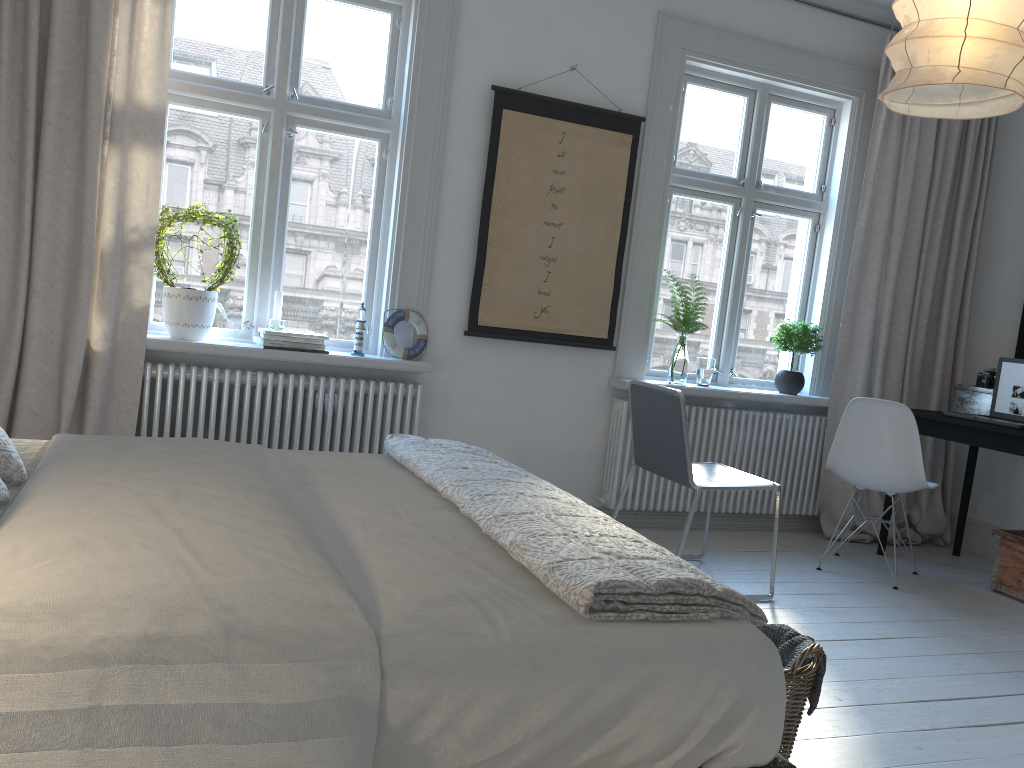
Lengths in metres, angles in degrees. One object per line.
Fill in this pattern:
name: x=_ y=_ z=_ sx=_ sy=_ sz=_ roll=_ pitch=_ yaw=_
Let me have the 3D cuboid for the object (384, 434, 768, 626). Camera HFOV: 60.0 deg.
object: x=0.022 y=0.286 z=2.141 sx=0.405 sy=0.104 sz=1.457 roll=5 pitch=5 yaw=-21

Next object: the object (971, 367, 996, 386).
object: x=2.410 y=-0.024 z=4.565 sx=0.167 sy=0.130 sz=0.056 roll=4 pitch=6 yaw=-23

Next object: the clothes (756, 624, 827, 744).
clothes: x=0.613 y=0.741 z=2.158 sx=0.298 sy=0.270 sz=0.245 roll=5 pitch=5 yaw=-20

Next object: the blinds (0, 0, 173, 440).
blinds: x=-1.715 y=-0.769 z=3.197 sx=0.831 sy=2.652 sz=0.224 roll=4 pitch=6 yaw=-21

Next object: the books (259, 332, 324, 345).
books: x=-0.948 y=-0.197 z=3.814 sx=0.254 sy=0.022 sz=0.207 roll=5 pitch=5 yaw=-20

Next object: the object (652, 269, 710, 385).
object: x=0.850 y=-0.282 z=4.489 sx=0.304 sy=0.565 sz=0.414 roll=8 pitch=5 yaw=13

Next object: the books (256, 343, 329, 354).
books: x=-0.947 y=-0.155 z=3.814 sx=0.272 sy=0.013 sz=0.219 roll=4 pitch=5 yaw=-25

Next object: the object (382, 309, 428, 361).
object: x=-0.478 y=-0.222 z=3.979 sx=0.236 sy=0.228 sz=0.079 roll=3 pitch=6 yaw=-36

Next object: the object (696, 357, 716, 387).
object: x=0.995 y=-0.061 z=4.581 sx=0.097 sy=0.146 sz=0.097 roll=5 pitch=5 yaw=-16

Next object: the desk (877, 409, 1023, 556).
desk: x=2.367 y=0.581 z=4.148 sx=0.651 sy=0.760 sz=1.157 roll=5 pitch=5 yaw=-21

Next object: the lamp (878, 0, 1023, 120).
lamp: x=1.071 y=-1.237 z=1.935 sx=0.340 sy=1.233 sz=0.338 roll=7 pitch=6 yaw=10

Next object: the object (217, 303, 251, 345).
object: x=-1.172 y=-0.251 z=3.733 sx=0.196 sy=0.165 sz=0.059 roll=9 pitch=6 yaw=28

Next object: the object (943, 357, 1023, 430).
object: x=2.323 y=0.036 z=4.131 sx=0.326 sy=0.316 sz=0.444 roll=5 pitch=5 yaw=-21

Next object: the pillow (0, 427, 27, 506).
pillow: x=-1.166 y=0.110 z=1.708 sx=0.416 sy=0.226 sz=1.144 roll=4 pitch=5 yaw=-29

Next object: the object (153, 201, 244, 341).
object: x=-1.328 y=-0.472 z=3.683 sx=0.385 sy=0.575 sz=0.216 roll=2 pitch=7 yaw=-41

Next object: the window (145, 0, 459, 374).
window: x=-4.619 y=-1.602 z=4.158 sx=7.983 sy=7.021 sz=11.940 roll=5 pitch=5 yaw=-21

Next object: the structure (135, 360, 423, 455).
structure: x=-1.114 y=0.208 z=3.818 sx=1.506 sy=0.548 sz=0.195 roll=5 pitch=6 yaw=-21

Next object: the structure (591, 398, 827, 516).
structure: x=1.142 y=0.396 z=4.702 sx=1.506 sy=0.548 sz=0.195 roll=5 pitch=6 yaw=-21

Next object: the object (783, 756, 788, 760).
object: x=0.616 y=0.877 z=1.980 sx=0.222 sy=0.122 sz=0.083 roll=5 pitch=6 yaw=-22

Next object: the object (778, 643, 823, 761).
object: x=0.558 y=0.741 z=2.138 sx=0.319 sy=0.351 sz=0.319 roll=7 pitch=5 yaw=10

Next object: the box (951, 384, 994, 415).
box: x=2.432 y=0.095 z=4.553 sx=0.193 sy=0.153 sz=0.316 roll=5 pitch=5 yaw=-21

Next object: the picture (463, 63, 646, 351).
picture: x=0.217 y=-0.844 z=4.197 sx=0.793 sy=1.315 sz=0.057 roll=4 pitch=6 yaw=-21

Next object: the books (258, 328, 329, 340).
books: x=-0.941 y=-0.216 z=3.814 sx=0.269 sy=0.015 sz=0.202 roll=5 pitch=5 yaw=-24

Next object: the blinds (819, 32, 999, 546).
blinds: x=2.157 y=-0.446 z=4.714 sx=0.831 sy=2.652 sz=0.224 roll=4 pitch=6 yaw=-21

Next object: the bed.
bed: x=-0.769 y=0.257 z=1.846 sx=2.177 sy=1.048 sz=1.884 roll=5 pitch=5 yaw=-21

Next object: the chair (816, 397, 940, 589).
chair: x=1.700 y=0.473 z=4.114 sx=0.473 sy=0.825 sz=0.554 roll=10 pitch=6 yaw=33

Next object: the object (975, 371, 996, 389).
object: x=2.382 y=-0.023 z=4.453 sx=0.073 sy=0.087 sz=0.137 roll=5 pitch=5 yaw=-21

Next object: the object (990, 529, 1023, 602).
object: x=2.467 y=0.856 z=3.840 sx=0.339 sy=0.283 sz=0.663 roll=5 pitch=5 yaw=-21

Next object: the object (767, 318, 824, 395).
object: x=1.508 y=-0.149 z=4.764 sx=0.309 sy=0.408 sz=0.271 roll=9 pitch=6 yaw=28

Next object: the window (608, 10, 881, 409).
window: x=-12.757 y=-4.867 z=12.816 sx=25.655 sy=15.046 sz=26.488 roll=5 pitch=5 yaw=-21

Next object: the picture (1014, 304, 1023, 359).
picture: x=2.866 y=-0.324 z=4.219 sx=0.064 sy=1.174 sz=0.951 roll=4 pitch=6 yaw=-21

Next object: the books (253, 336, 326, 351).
books: x=-0.961 y=-0.175 z=3.819 sx=0.262 sy=0.025 sz=0.207 roll=4 pitch=5 yaw=-28

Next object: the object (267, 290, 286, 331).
object: x=-1.000 y=-0.315 z=3.783 sx=0.074 sy=0.173 sz=0.074 roll=9 pitch=6 yaw=24

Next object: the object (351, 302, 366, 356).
object: x=-0.666 y=-0.241 z=3.889 sx=0.059 sy=0.235 sz=0.060 roll=9 pitch=6 yaw=21

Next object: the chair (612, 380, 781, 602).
chair: x=0.757 y=0.416 z=3.644 sx=0.525 sy=0.799 sz=0.561 roll=4 pitch=6 yaw=-21
